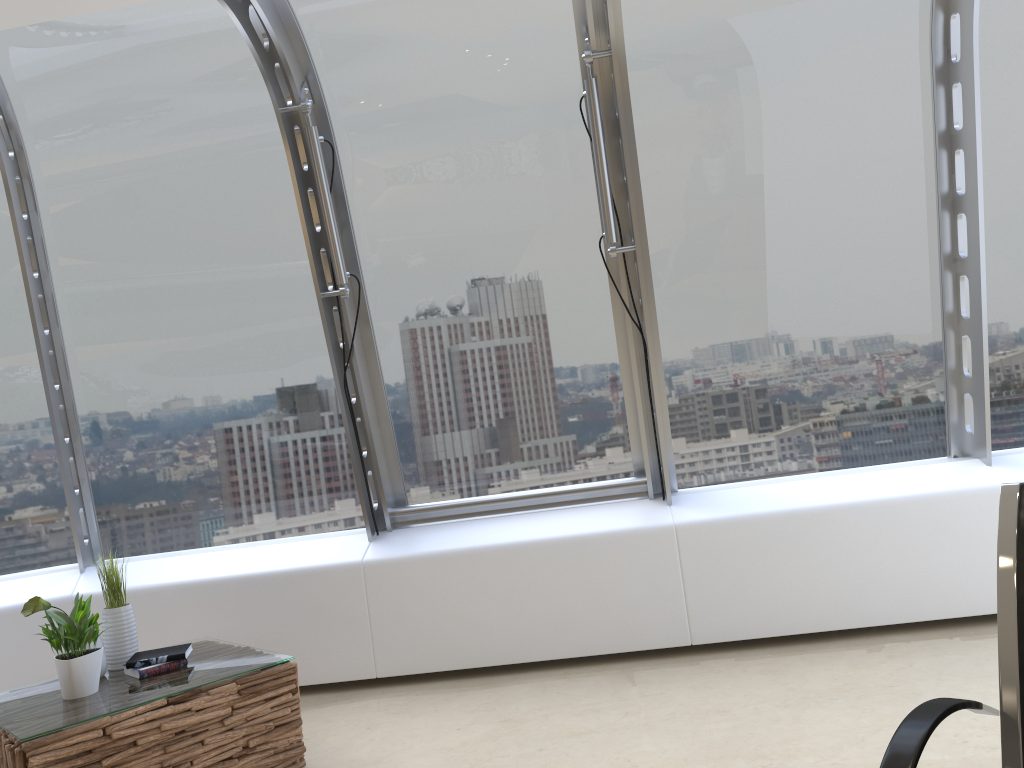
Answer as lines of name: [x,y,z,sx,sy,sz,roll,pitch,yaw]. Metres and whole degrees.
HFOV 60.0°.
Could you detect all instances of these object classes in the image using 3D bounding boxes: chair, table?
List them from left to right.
table: [-1.450,1.354,3.418,1.007,0.436,0.923,-5,-4,-42]
chair: [0.957,0.666,1.202,0.752,0.972,0.943,-10,-4,43]

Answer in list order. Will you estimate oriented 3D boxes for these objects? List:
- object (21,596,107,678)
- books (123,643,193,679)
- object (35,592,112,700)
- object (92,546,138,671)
object: [-1.750,0.992,3.464,0.152,0.370,0.297,-10,-3,38]
books: [-1.406,1.103,3.519,0.265,0.063,0.246,-7,-3,-20]
object: [-1.624,0.969,3.288,0.284,0.369,0.215,-9,-3,26]
object: [-1.645,0.916,3.675,0.153,0.511,0.150,-5,-3,-38]
